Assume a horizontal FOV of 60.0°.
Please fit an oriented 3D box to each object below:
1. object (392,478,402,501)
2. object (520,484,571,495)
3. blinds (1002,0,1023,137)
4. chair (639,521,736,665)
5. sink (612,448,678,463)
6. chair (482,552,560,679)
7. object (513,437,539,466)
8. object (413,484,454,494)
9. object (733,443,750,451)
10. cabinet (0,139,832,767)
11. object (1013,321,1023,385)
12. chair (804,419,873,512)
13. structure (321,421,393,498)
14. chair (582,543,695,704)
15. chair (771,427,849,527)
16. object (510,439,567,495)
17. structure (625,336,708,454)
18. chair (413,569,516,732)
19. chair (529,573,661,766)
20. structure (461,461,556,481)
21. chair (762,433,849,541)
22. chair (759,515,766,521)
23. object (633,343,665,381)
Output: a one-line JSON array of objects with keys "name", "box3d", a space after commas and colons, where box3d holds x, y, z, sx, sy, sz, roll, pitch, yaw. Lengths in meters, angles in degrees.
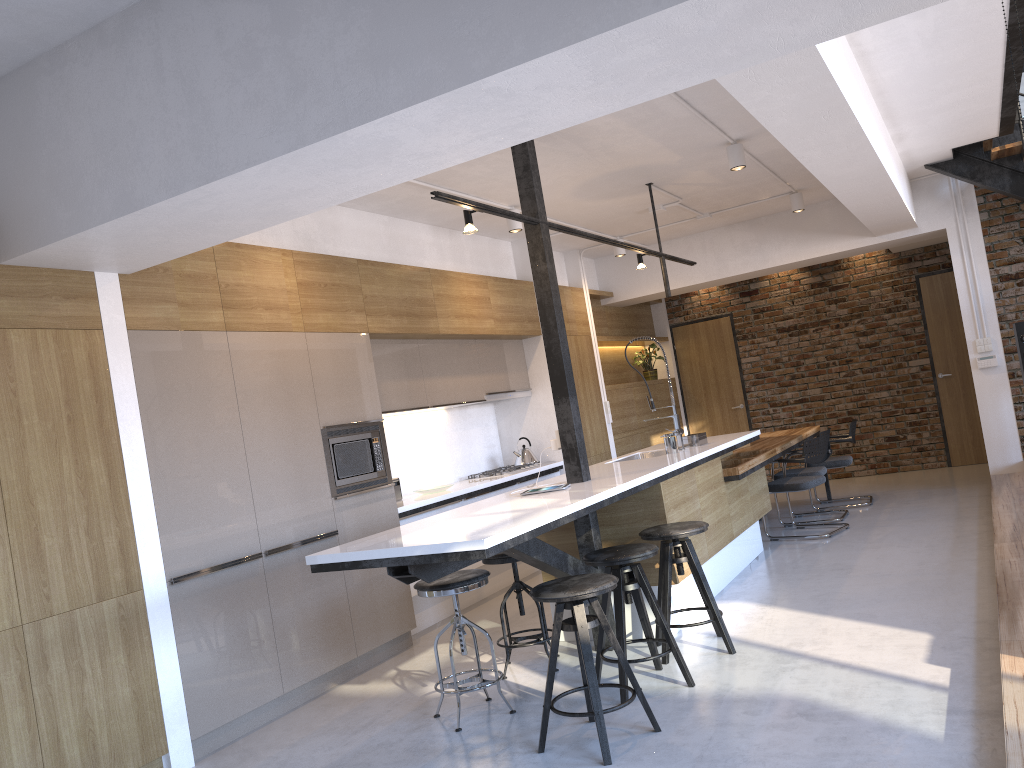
[{"name": "object", "box3d": [-1.018, 0.762, 6.077, 0.240, 0.175, 0.547, -11, -2, 28]}, {"name": "object", "box3d": [0.174, 0.547, 4.576, 0.240, 0.013, 0.188, -10, -2, 13]}, {"name": "blinds", "box3d": [1.522, -0.136, 1.043, 3.858, 2.051, 1.831, -9, -2, -18]}, {"name": "chair", "box3d": [0.870, 1.034, 4.499, 0.367, 0.630, 0.367, -10, -2, 3]}, {"name": "sink", "box3d": [0.962, 0.597, 6.150, 0.406, 0.203, 0.706, -11, -2, 28]}, {"name": "chair", "box3d": [0.049, 1.173, 4.665, 0.357, 0.636, 0.357, -10, -2, 7]}, {"name": "object", "box3d": [0.109, 0.581, 7.762, 0.222, 0.235, 0.222, -10, -2, 18]}, {"name": "object", "box3d": [-0.573, 0.778, 6.505, 0.310, 0.034, 0.309, -11, -3, 41]}, {"name": "object", "box3d": [1.817, 0.537, 7.408, 0.224, 0.024, 0.346, -11, -3, 38]}, {"name": "cabinet", "box3d": [0.435, 0.059, 6.643, 2.476, 2.870, 9.109, -10, -2, 28]}, {"name": "object", "box3d": [4.382, 0.072, 7.448, 0.271, 1.206, 0.271, -10, -2, 18]}, {"name": "chair", "box3d": [3.029, 0.755, 8.307, 0.541, 0.768, 0.519, -10, -2, 23]}, {"name": "structure", "box3d": [-1.096, 0.475, 5.433, 0.397, 0.397, 0.596, -10, -2, 28]}, {"name": "chair", "box3d": [0.547, 1.071, 4.058, 0.365, 0.630, 0.366, -9, -2, -17]}, {"name": "chair", "box3d": [2.577, 0.808, 7.747, 0.541, 0.768, 0.519, -10, -2, 28]}, {"name": "object", "box3d": [0.117, 0.446, 4.805, 0.417, 0.246, 0.214, -8, -2, -41]}, {"name": "structure", "box3d": [1.125, 0.043, 6.086, 0.507, 0.812, 0.393, -9, -2, -23]}, {"name": "chair", "box3d": [-0.225, 1.195, 4.055, 0.356, 0.636, 0.358, -9, -2, -17]}, {"name": "chair", "box3d": [0.292, 1.090, 3.484, 0.367, 0.630, 0.366, -11, -2, 43]}, {"name": "structure", "box3d": [-0.021, 0.746, 7.571, 0.497, 0.063, 0.858, -11, -3, 28]}, {"name": "chair", "box3d": [2.324, 0.826, 7.145, 0.541, 0.768, 0.519, -11, -2, 43]}, {"name": "chair", "box3d": [1.959, 0.925, 8.092, 0.541, 0.768, 0.519, -10, -2, 28]}, {"name": "object", "box3d": [1.659, -0.238, 10.604, 0.389, 0.475, 0.344, -9, -2, -27]}]
